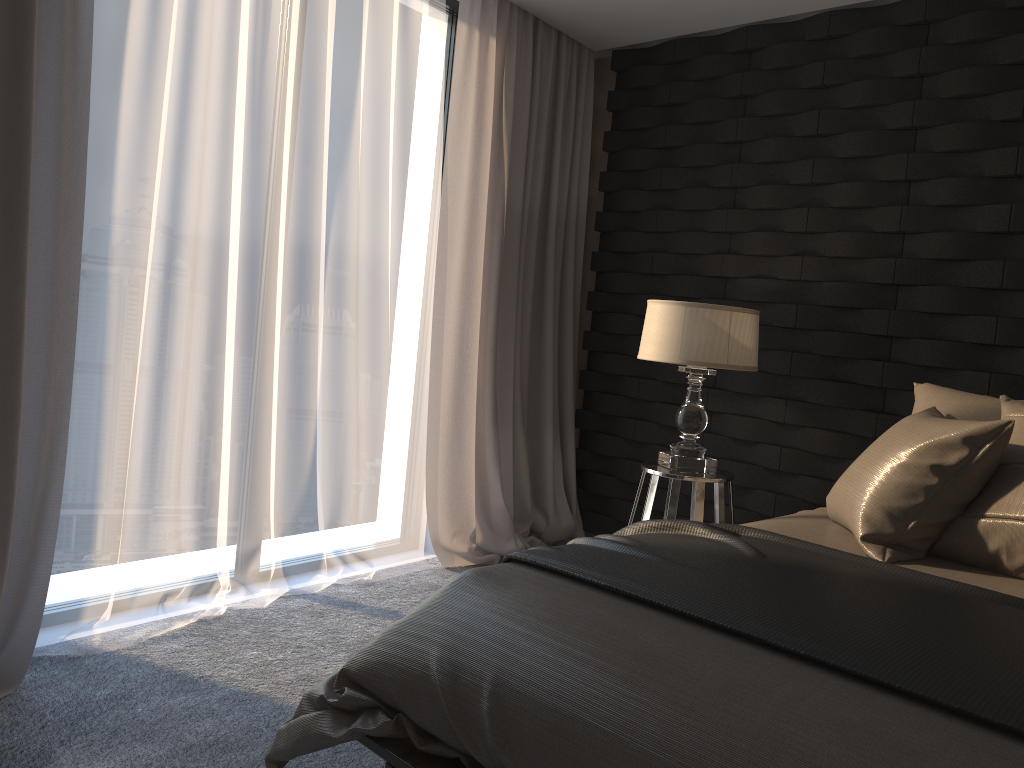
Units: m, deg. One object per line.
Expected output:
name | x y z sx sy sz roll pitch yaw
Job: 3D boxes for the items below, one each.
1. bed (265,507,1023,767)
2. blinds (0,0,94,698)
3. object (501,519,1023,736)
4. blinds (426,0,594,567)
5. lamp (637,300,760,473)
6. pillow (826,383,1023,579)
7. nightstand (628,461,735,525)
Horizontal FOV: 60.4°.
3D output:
bed | 1.089 0.766 1.952 2.421 0.623 2.168 2 6 -45
blinds | -1.444 -0.505 1.957 0.340 2.639 1.106 8 4 37
object | 0.767 0.578 1.605 1.942 0.322 0.654 10 5 44
blinds | 0.086 -0.499 4.045 0.323 2.638 1.053 8 4 37
lamp | 0.704 0.013 3.389 0.478 0.630 0.454 5 3 -13
pillow | 1.410 0.219 2.243 0.950 0.518 1.190 2 5 -43
nightstand | 0.651 0.628 3.408 0.579 0.603 0.523 4 4 -33
